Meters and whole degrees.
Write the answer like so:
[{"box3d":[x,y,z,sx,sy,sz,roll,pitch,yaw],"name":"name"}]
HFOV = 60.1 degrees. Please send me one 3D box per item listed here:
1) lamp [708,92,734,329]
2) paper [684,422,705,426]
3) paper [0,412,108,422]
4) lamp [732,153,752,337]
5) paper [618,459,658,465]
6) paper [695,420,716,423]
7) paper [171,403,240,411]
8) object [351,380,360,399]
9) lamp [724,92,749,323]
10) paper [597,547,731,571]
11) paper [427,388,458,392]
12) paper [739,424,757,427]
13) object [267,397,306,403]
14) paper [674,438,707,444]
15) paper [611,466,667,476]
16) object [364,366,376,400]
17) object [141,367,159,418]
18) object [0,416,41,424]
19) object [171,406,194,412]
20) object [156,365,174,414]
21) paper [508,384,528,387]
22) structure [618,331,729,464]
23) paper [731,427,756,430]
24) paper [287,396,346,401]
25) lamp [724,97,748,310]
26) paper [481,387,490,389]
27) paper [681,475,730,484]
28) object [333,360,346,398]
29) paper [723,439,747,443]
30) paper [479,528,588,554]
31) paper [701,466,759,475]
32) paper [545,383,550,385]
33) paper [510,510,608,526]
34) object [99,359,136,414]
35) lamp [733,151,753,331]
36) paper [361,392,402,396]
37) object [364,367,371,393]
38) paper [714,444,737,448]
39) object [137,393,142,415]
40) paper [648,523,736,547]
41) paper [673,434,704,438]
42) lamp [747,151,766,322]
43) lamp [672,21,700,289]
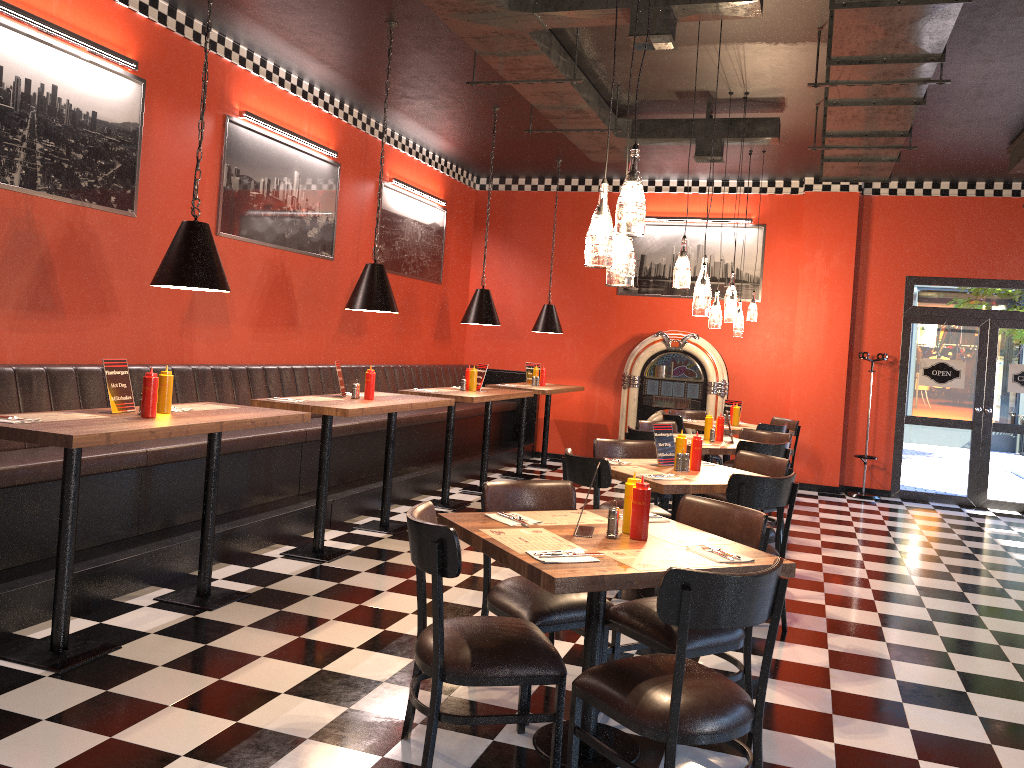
[{"box3d":[1.744,-1.437,7.321,0.108,1.965,0.108,4,0,30],"name":"lamp"},{"box3d":[1.978,0.417,9.158,0.261,0.001,0.366,3,3,-27],"name":"paper"},{"box3d":[-2.016,0.144,3.924,0.261,0.001,0.365,5,3,21],"name":"paper"},{"box3d":[2.467,-1.480,9.421,0.108,1.965,0.108,4,0,0],"name":"lamp"},{"box3d":[0.854,0.497,5.625,0.365,0.001,0.261,3,3,-26],"name":"paper"},{"box3d":[2.114,0.407,9.601,0.365,0.001,0.261,3,3,-25],"name":"paper"},{"box3d":[-1.703,0.125,4.831,0.261,0.001,0.365,5,3,21],"name":"paper"},{"box3d":[-1.102,0.037,6.258,0.047,0.136,0.093,4,1,8],"name":"object"},{"box3d":[1.868,-1.486,7.295,0.108,1.965,0.108,4,0,0],"name":"lamp"},{"box3d":[0.510,0.591,3.001,0.365,0.001,0.261,3,3,-26],"name":"paper"},{"box3d":[-0.664,0.055,8.018,0.261,0.001,0.365,5,3,21],"name":"paper"},{"box3d":[2.571,0.445,9.465,0.261,0.001,0.366,3,3,-27],"name":"paper"},{"box3d":[-1.417,0.100,5.651,0.255,0.019,0.157,5,3,15],"name":"object"},{"box3d":[1.378,0.461,7.236,0.261,0.001,0.366,3,3,-25],"name":"paper"},{"box3d":[0.726,0.508,5.179,0.261,0.001,0.366,3,3,-28],"name":"paper"},{"box3d":[-1.001,-0.008,6.250,0.068,0.238,0.068,4,0,39],"name":"object"},{"box3d":[-1.695,0.038,4.148,0.068,0.238,0.068,4,0,-7],"name":"object"},{"box3d":[-2.066,0.144,3.662,0.255,0.019,0.157,5,3,15],"name":"object"},{"box3d":[-1.753,0.125,4.570,0.255,0.019,0.157,5,3,15],"name":"object"},{"box3d":[-1.711,0.026,4.371,0.068,0.238,0.068,4,0,-7],"name":"object"},{"box3d":[0.045,0.014,10.032,0.261,0.001,0.365,5,3,21],"name":"paper"},{"box3d":[1.968,0.235,10.784,1.295,1.768,0.500,4,0,19],"name":"structure"},{"box3d":[2.406,0.453,9.030,0.365,0.001,0.261,3,3,-27],"name":"paper"},{"box3d":[-1.332,0.099,5.983,0.261,0.001,0.365,5,3,21],"name":"paper"},{"box3d":[1.897,-1.602,7.424,0.108,1.965,0.108,4,0,-25],"name":"lamp"},{"box3d":[-0.374,0.036,8.891,0.261,0.001,0.365,5,3,21],"name":"paper"},{"box3d":[1.156,0.543,5.059,0.365,0.001,0.261,3,3,-29],"name":"paper"},{"box3d":[-1.224,-0.037,6.325,0.072,0.257,0.188,4,1,-2],"name":"object"},{"box3d":[1.944,0.488,7.534,0.261,0.001,0.366,3,3,-28],"name":"paper"},{"box3d":[0.070,0.553,3.141,0.261,0.001,0.366,3,3,-24],"name":"paper"},{"box3d":[1.313,0.535,5.498,0.261,0.001,0.366,3,3,-28],"name":"paper"},{"box3d":[0.357,-0.006,10.962,0.261,0.001,0.365,5,3,21],"name":"paper"},{"box3d":[0.209,0.542,3.598,0.365,0.001,0.261,3,3,-26],"name":"paper"},{"box3d":[-1.894,0.008,4.273,0.072,0.257,0.188,4,1,10],"name":"object"},{"box3d":[2.446,-1.535,9.300,0.108,1.965,0.108,4,0,-30],"name":"lamp"},{"box3d":[-1.047,0.078,6.907,0.261,0.001,0.365,5,3,21],"name":"paper"},{"box3d":[-1.018,-0.013,6.342,0.068,0.238,0.068,4,0,28],"name":"object"},{"box3d":[1.821,0.498,7.104,0.365,0.001,0.261,3,3,-27],"name":"paper"},{"box3d":[-1.755,0.080,4.262,0.047,0.136,0.093,4,1,9],"name":"object"},{"box3d":[0.642,0.581,3.429,0.261,0.001,0.366,3,3,-27],"name":"paper"},{"box3d":[1.509,0.450,7.696,0.365,0.001,0.261,3,3,-28],"name":"paper"},{"box3d":[2.582,-1.637,9.279,0.108,1.965,0.108,4,0,-40],"name":"lamp"},{"box3d":[1.105,-1.568,5.432,0.108,1.965,0.108,4,0,-10],"name":"lamp"}]
